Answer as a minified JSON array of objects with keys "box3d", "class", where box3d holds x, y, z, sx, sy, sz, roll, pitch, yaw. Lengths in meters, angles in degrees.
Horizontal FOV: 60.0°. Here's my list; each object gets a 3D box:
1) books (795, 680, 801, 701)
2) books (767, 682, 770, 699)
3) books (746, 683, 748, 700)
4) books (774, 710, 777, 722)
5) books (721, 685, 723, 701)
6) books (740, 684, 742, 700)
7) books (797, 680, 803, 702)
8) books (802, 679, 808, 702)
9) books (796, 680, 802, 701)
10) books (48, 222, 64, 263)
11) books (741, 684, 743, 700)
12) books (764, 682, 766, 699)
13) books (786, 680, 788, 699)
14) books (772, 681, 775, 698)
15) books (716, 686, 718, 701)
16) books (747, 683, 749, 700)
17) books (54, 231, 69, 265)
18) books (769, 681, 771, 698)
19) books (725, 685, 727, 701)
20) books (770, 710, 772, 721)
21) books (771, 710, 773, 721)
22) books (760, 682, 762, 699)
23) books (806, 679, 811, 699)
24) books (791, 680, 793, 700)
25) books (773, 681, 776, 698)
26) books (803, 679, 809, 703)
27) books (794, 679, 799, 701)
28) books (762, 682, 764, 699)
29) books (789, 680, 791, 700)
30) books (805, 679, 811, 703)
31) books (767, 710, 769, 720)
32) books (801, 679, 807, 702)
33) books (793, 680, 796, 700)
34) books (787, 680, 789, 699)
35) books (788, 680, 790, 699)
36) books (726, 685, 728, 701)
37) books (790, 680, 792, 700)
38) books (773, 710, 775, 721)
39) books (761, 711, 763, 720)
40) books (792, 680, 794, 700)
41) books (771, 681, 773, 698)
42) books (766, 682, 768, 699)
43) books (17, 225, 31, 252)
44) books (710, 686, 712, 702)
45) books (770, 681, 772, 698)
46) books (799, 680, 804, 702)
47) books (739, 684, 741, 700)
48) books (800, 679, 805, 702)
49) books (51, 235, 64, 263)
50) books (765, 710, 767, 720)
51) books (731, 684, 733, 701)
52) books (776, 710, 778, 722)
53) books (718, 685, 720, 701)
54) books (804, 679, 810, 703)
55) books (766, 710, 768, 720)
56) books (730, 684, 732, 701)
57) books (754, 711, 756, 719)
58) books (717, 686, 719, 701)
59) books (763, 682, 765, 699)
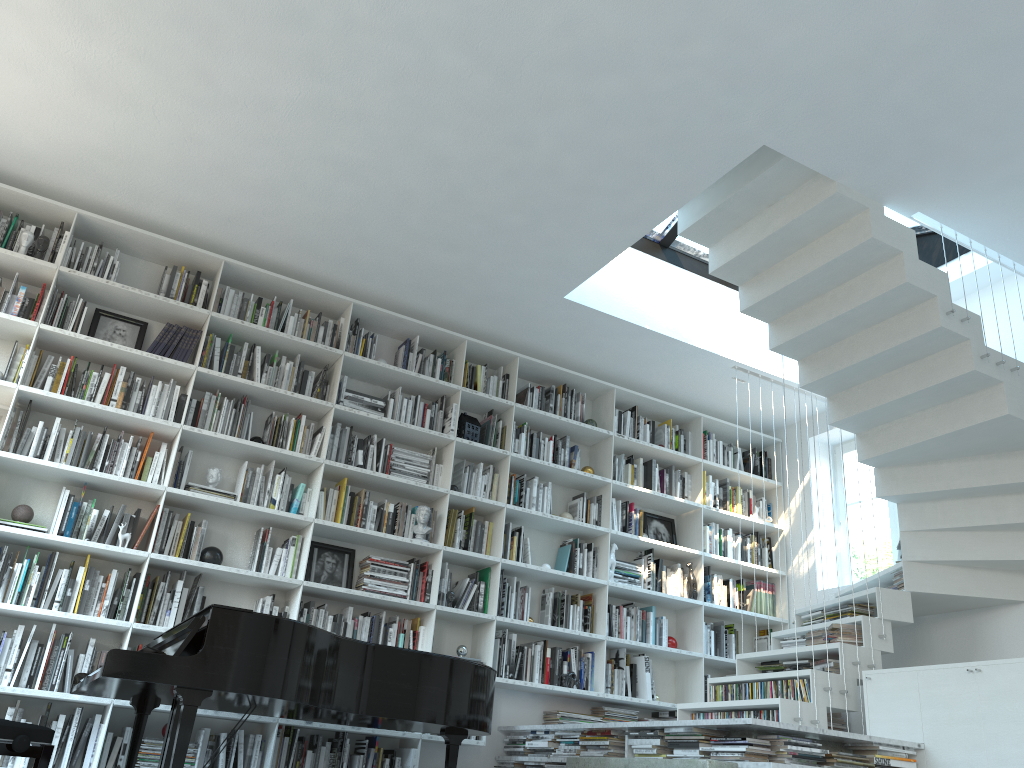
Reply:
[{"box3d":[1.600,1.678,4.818,0.125,0.123,0.034,17,-27,-25],"class":"books"},{"box3d":[1.490,1.752,5.001,0.125,0.124,0.016,17,-27,-25],"class":"books"},{"box3d":[1.407,1.808,5.140,0.125,0.124,0.007,17,-27,-25],"class":"books"},{"box3d":[1.444,1.803,4.707,0.125,0.125,0.010,17,-27,-25],"class":"books"},{"box3d":[1.305,1.876,5.309,0.125,0.124,0.007,17,-27,-25],"class":"books"},{"box3d":[1.384,1.823,5.177,0.125,0.124,0.008,17,-27,-25],"class":"books"},{"box3d":[1.608,1.673,4.805,0.125,0.122,0.037,17,-27,-25],"class":"books"},{"box3d":[1.623,1.663,4.779,0.125,0.122,0.036,17,-27,-25],"class":"books"},{"box3d":[1.604,1.676,4.811,0.125,0.122,0.035,17,-27,-25],"class":"books"},{"box3d":[-2.667,-0.764,5.159,0.014,0.336,0.168,17,-27,-25],"class":"books"},{"box3d":[1.387,1.820,5.172,0.125,0.124,0.008,17,-27,-25],"class":"books"},{"box3d":[1.480,1.758,5.019,0.125,0.125,0.011,17,-27,-25],"class":"books"},{"box3d":[1.560,1.704,4.885,0.125,0.124,0.009,17,-27,-25],"class":"books"},{"box3d":[1.510,1.738,4.968,0.125,0.125,0.012,17,-27,-25],"class":"books"},{"box3d":[1.283,1.891,5.345,0.125,0.124,0.008,17,-27,-25],"class":"books"},{"box3d":[1.411,1.804,5.132,0.125,0.125,0.010,17,-27,-25],"class":"books"},{"box3d":[-2.617,-0.724,5.135,0.024,0.251,0.235,17,-27,-25],"class":"books"},{"box3d":[1.497,1.747,4.990,0.125,0.125,0.013,17,-27,-25],"class":"books"},{"box3d":[1.321,1.865,5.282,0.125,0.125,0.010,17,-27,-25],"class":"books"},{"box3d":[1.429,1.814,4.733,0.125,0.124,0.007,17,-27,-25],"class":"books"},{"box3d":[1.433,1.811,4.726,0.125,0.125,0.010,17,-27,-25],"class":"books"},{"box3d":[1.465,1.768,5.043,0.125,0.124,0.008,17,-27,-25],"class":"books"},{"box3d":[1.639,1.652,4.754,0.125,0.123,0.034,17,-27,-25],"class":"books"},{"box3d":[1.579,1.691,4.853,0.125,0.124,0.008,17,-27,-25],"class":"books"},{"box3d":[1.515,1.735,4.960,0.125,0.124,0.018,17,-27,-25],"class":"books"},{"box3d":[1.627,1.661,4.773,0.125,0.122,0.035,17,-27,-25],"class":"books"},{"box3d":[1.591,1.683,4.833,0.125,0.125,0.011,17,-27,-25],"class":"books"},{"box3d":[1.470,1.765,5.035,0.125,0.125,0.013,17,-27,-25],"class":"books"},{"box3d":[1.572,1.696,4.865,0.125,0.124,0.008,17,-27,-25],"class":"books"},{"box3d":[1.634,1.655,4.760,0.125,0.122,0.036,17,-27,-25],"class":"books"},{"box3d":[1.420,1.820,4.747,0.125,0.125,0.011,17,-27,-25],"class":"books"},{"box3d":[1.619,1.666,4.786,0.125,0.122,0.035,17,-27,-25],"class":"books"},{"box3d":[1.586,1.686,4.841,0.125,0.124,0.008,17,-27,-25],"class":"books"},{"box3d":[1.564,1.702,4.878,0.125,0.125,0.010,17,-27,-25],"class":"books"},{"box3d":[1.567,1.699,4.873,0.125,0.125,0.010,17,-27,-25],"class":"books"},{"box3d":[1.326,1.862,5.274,0.125,0.125,0.010,17,-27,-25],"class":"books"},{"box3d":[1.575,1.694,4.859,0.125,0.124,0.008,17,-27,-25],"class":"books"},{"box3d":[1.439,1.807,4.716,0.125,0.125,0.014,17,-27,-25],"class":"books"},{"box3d":[1.396,1.836,4.788,0.125,0.124,0.008,17,-27,-25],"class":"books"},{"box3d":[1.583,1.689,4.847,0.125,0.124,0.007,17,-27,-25],"class":"books"},{"box3d":[1.505,1.741,4.976,0.125,0.124,0.007,17,-27,-25],"class":"books"},{"box3d":[1.484,1.755,5.010,0.125,0.124,0.009,17,-27,-25],"class":"books"},{"box3d":[-2.802,-0.765,5.071,0.025,0.242,0.168,17,-27,-25],"class":"books"},{"box3d":[1.257,1.908,5.388,0.125,0.124,0.008,17,-27,-25],"class":"books"},{"box3d":[1.501,1.744,4.983,0.125,0.125,0.009,17,-27,-25],"class":"books"},{"box3d":[1.612,1.670,4.798,0.125,0.123,0.034,17,-27,-25],"class":"books"},{"box3d":[1.381,1.825,5.183,0.125,0.124,0.008,17,-27,-25],"class":"books"},{"box3d":[1.615,1.668,4.792,0.125,0.123,0.034,17,-27,-25],"class":"books"},{"box3d":[-2.657,-0.722,5.156,0.025,0.258,0.139,17,-27,-25],"class":"books"},{"box3d":[1.409,1.827,4.765,0.125,0.124,0.008,17,-27,-25],"class":"books"},{"box3d":[1.347,1.848,5.238,0.125,0.124,0.007,17,-27,-25],"class":"books"},{"box3d":[1.450,1.800,4.698,0.125,0.125,0.013,17,-27,-25],"class":"books"},{"box3d":[1.292,1.885,5.330,0.125,0.125,0.012,17,-27,-25],"class":"books"},{"box3d":[1.631,1.658,4.767,0.125,0.123,0.034,17,-27,-25],"class":"books"},{"box3d":[1.415,1.824,4.757,0.125,0.125,0.012,17,-27,-25],"class":"books"},{"box3d":[1.343,1.850,5.245,0.125,0.124,0.009,17,-27,-25],"class":"books"},{"box3d":[1.371,1.853,4.829,0.125,0.125,0.012,17,-27,-25],"class":"books"},{"box3d":[1.288,1.888,5.338,0.125,0.125,0.010,17,-27,-25],"class":"books"},{"box3d":[1.475,1.762,5.027,0.125,0.124,0.009,17,-27,-25],"class":"books"}]
